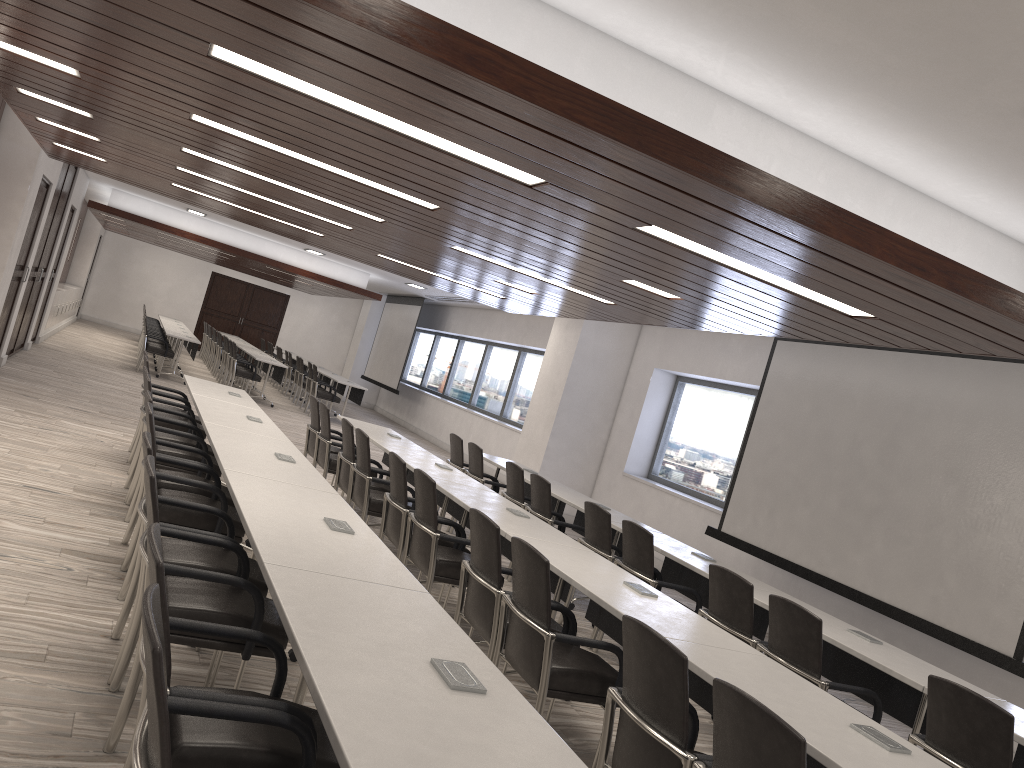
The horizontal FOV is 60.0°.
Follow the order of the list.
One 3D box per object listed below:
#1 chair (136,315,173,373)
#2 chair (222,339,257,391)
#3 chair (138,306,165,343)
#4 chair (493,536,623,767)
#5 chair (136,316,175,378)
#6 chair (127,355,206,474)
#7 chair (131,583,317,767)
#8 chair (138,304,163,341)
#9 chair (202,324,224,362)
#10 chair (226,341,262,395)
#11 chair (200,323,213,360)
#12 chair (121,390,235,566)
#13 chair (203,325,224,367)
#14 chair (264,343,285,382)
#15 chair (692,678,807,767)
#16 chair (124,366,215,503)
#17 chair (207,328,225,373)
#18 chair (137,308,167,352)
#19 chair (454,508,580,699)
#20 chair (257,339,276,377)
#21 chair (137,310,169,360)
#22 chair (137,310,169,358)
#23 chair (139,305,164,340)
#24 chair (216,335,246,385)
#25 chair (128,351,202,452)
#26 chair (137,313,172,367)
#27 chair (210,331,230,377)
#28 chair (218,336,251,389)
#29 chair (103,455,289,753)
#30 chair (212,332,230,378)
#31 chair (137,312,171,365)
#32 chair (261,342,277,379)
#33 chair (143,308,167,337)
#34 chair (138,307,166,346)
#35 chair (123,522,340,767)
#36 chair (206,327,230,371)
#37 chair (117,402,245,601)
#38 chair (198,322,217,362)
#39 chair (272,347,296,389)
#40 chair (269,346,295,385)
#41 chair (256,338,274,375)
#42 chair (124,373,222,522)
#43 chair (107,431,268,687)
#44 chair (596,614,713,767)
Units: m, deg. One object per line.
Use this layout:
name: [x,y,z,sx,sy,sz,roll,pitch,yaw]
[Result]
chair: [-6.354,-0.686,15.782,0.639,0.939,0.513,17,0,-24]
chair: [-5.031,-0.287,16.390,0.639,0.939,0.513,17,0,-24]
chair: [-8.681,-1.346,21.371,0.639,0.939,0.513,17,0,-23]
chair: [0.201,1.195,3.840,0.639,0.939,0.513,17,0,-23]
chair: [-6.147,-0.628,15.306,0.639,0.939,0.513,17,0,-22]
chair: [-2.884,0.297,7.425,0.639,0.939,0.513,17,0,-24]
chair: [-0.571,0.952,1.847,0.639,0.939,0.513,17,0,-23]
chair: [-9.255,-1.508,22.767,0.639,0.939,0.513,17,0,-23]
chair: [-7.336,-0.940,21.978,0.639,0.939,0.513,17,0,-23]
chair: [-4.817,-0.227,15.906,0.639,0.939,0.513,17,0,-24]
chair: [-7.715,-1.047,22.898,0.639,0.939,0.513,17,0,-23]
chair: [-1.917,0.571,5.117,0.639,0.939,0.513,17,0,-24]
chair: [-7.145,-0.886,21.498,0.639,0.939,0.513,17,0,-23]
chair: [-5.831,-0.490,22.082,0.639,0.939,0.513,17,0,-24]
chair: [0.774,1.358,2.456,0.639,0.939,0.513,17,0,-23]
chair: [-2.506,0.404,6.503,0.639,0.939,0.513,17,0,-24]
chair: [-6.568,-0.723,20.097,0.639,0.939,0.513,17,0,-23]
chair: [-7.903,-1.126,19.489,0.639,0.939,0.513,17,0,-23]
chair: [-0.006,1.137,4.314,0.639,0.939,0.513,17,0,-24]
chair: [-6.413,-0.655,23.480,0.639,0.939,0.513,17,0,-22]
chair: [-7.318,-0.960,18.088,0.639,0.939,0.513,17,0,-23]
chair: [-7.510,-1.014,18.567,0.639,0.939,0.513,17,0,-23]
chair: [-9.053,-1.451,22.287,0.639,0.939,0.513,17,0,-24]
chair: [-5.593,-0.446,17.783,0.639,0.939,0.513,17,0,-24]
chair: [-3.086,0.239,7.911,0.639,0.939,0.513,17,0,-24]
chair: [-6.734,-0.794,16.703,0.639,0.939,0.513,17,0,-24]
chair: [-6.184,-0.614,19.172,0.639,0.939,0.513,17,0,-23]
chair: [-5.396,-0.391,17.306,0.639,0.939,0.513,17,0,-24]
chair: [-1.140,0.791,3.231,0.639,0.939,0.513,17,0,-23]
chair: [-5.983,-0.557,18.699,0.639,0.939,0.513,17,0,-23]
chair: [-6.937,-0.852,17.193,0.639,0.939,0.513,17,0,-23]
chair: [-6.033,-0.547,22.572,0.639,0.939,0.513,17,0,-23]
chair: [-8.089,-1.178,19.977,0.639,0.939,0.513,17,0,-24]
chair: [-8.480,-1.289,20.889,0.639,0.939,0.513,17,0,-24]
chair: [-0.761,0.899,2.333,0.639,0.939,0.513,17,0,-24]
chair: [-6.759,-0.777,20.582,0.639,0.939,0.513,17,0,-23]
chair: [-1.714,0.628,4.630,0.639,0.939,0.513,17,0,-23]
chair: [-7.927,-1.108,23.367,0.639,0.939,0.513,17,0,-24]
chair: [-5.241,-0.323,20.687,0.639,0.939,0.513,17,0,-23]
chair: [-5.435,-0.378,21.172,0.639,0.939,0.513,17,0,-24]
chair: [-6.604,-0.709,23.962,0.639,0.939,0.513,17,0,-23]
chair: [-2.295,0.464,6.031,0.639,0.939,0.513,17,0,-23]
chair: [-1.350,0.731,3.719,0.639,0.939,0.513,17,0,-24]
chair: [0.575,1.301,2.930,0.639,0.939,0.513,17,0,-24]
